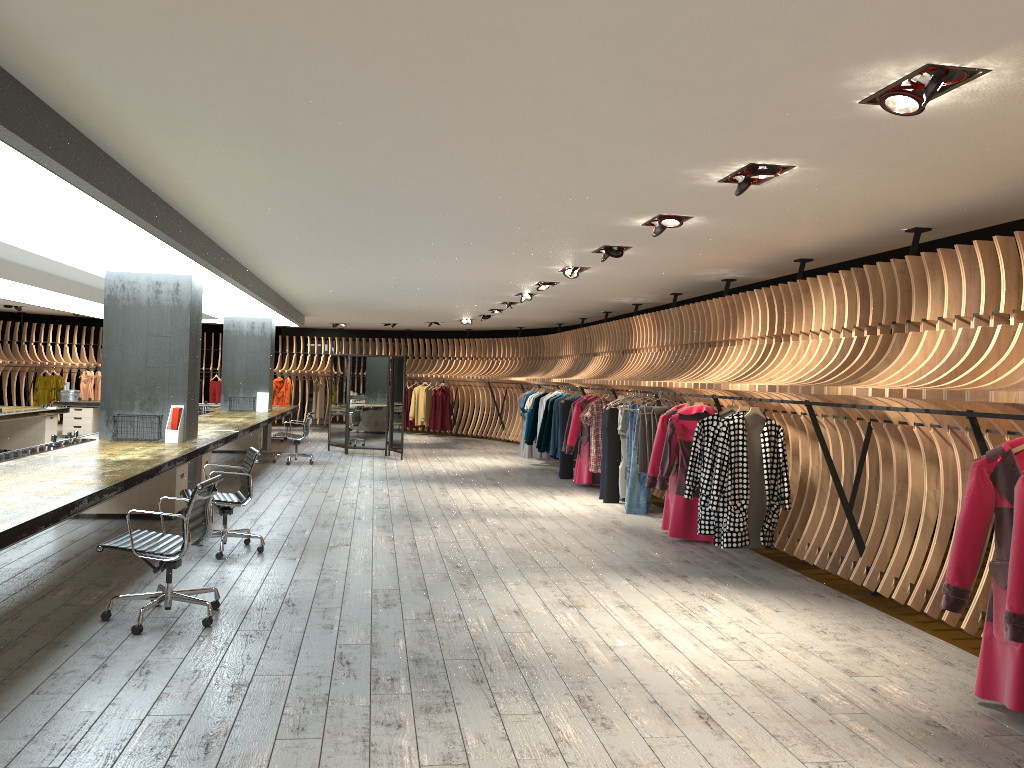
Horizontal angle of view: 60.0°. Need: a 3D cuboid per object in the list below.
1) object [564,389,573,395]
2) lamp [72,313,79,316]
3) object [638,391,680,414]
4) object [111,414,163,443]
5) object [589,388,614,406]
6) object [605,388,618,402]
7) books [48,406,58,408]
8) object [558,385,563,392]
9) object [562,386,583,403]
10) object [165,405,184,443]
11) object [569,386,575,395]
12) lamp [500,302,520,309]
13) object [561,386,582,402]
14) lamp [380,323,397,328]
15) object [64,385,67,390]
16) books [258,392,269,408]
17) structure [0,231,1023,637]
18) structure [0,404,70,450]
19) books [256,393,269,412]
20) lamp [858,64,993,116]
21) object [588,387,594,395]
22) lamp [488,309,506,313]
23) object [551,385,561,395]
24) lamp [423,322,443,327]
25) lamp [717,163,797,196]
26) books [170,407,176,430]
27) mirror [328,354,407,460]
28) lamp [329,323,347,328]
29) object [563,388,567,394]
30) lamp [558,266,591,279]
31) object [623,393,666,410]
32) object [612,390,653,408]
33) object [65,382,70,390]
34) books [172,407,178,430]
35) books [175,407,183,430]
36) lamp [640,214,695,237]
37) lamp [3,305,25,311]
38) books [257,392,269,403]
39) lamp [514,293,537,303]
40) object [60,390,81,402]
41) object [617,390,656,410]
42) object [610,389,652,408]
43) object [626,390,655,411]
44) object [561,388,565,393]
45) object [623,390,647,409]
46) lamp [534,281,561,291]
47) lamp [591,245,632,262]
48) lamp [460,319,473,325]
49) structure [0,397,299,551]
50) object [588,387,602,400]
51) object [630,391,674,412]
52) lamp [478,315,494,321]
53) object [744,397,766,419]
[{"bbox_3d":[0.947,0.163,14.643,0.525,0.270,0.012,2,-1,-9],"label":"object"},{"bbox_3d":[-10.190,-1.749,20.995,0.269,0.297,0.492,2,0,41],"label":"lamp"},{"bbox_3d":[1.682,0.212,9.964,0.547,0.262,0.023,2,-1,-7],"label":"object"},{"bbox_3d":[-3.922,0.465,9.296,0.459,0.290,0.329,2,0,-11],"label":"object"},{"bbox_3d":[1.306,0.189,12.185,0.525,0.270,0.012,2,-1,-9],"label":"object"},{"bbox_3d":[1.332,0.198,11.973,0.524,0.286,0.015,2,-1,-24],"label":"object"},{"bbox_3d":[-8.068,0.400,15.558,0.155,0.025,0.110,2,0,-14],"label":"books"},{"bbox_3d":[0.838,0.151,15.282,0.525,0.270,0.012,2,-1,-9],"label":"object"},{"bbox_3d":[1.050,0.172,13.846,0.525,0.270,0.012,2,-1,-4],"label":"object"},{"bbox_3d":[-3.578,0.424,9.407,0.129,0.383,0.239,2,0,-9],"label":"object"},{"bbox_3d":[0.980,0.165,14.320,0.525,0.270,0.012,2,-1,1],"label":"object"},{"bbox_3d":[-0.037,-1.376,14.643,0.269,0.286,0.492,2,0,-9],"label":"lamp"},{"bbox_3d":[1.032,0.170,14.026,0.525,0.270,0.012,2,-1,16],"label":"object"},{"bbox_3d":[-2.972,-1.515,21.753,0.493,0.294,0.269,2,0,36],"label":"lamp"},{"bbox_3d":[-9.316,0.076,18.477,0.062,0.109,0.062,2,-1,-43],"label":"object"},{"bbox_3d":[-4.744,0.348,16.890,0.215,0.368,0.047,2,-1,-9],"label":"books"},{"bbox_3d":[-4.523,0.056,6.705,14.880,2.440,36.554,2,0,-9],"label":"structure"},{"bbox_3d":[-7.667,0.792,10.551,1.162,0.844,10.451,2,0,-9],"label":"structure"},{"bbox_3d":[-4.733,0.349,16.821,0.215,0.368,0.073,2,-1,-9],"label":"books"},{"bbox_3d":[1.668,-1.245,3.610,0.269,0.294,0.492,2,0,-9],"label":"lamp"},{"bbox_3d":[1.169,0.179,13.068,0.525,0.270,0.012,2,-1,-9],"label":"object"},{"bbox_3d":[-0.281,-1.390,16.219,0.269,0.294,0.492,2,0,-9],"label":"lamp"},{"bbox_3d":[0.801,0.148,15.513,0.525,0.270,0.012,2,-1,-4],"label":"object"},{"bbox_3d":[-1.811,-1.470,20.673,0.269,0.292,0.493,2,0,-41],"label":"lamp"},{"bbox_3d":[1.424,-1.262,5.186,0.269,0.295,0.492,2,0,-9],"label":"lamp"},{"bbox_3d":[-3.587,0.430,9.412,0.048,0.368,0.215,2,0,-9],"label":"books"},{"bbox_3d":[-2.726,0.392,16.715,2.112,1.892,0.443,2,-1,32],"label":"mirror"},{"bbox_3d":[-4.375,-1.567,22.493,0.493,0.292,0.269,2,0,24],"label":"lamp"},{"bbox_3d":[0.912,0.160,14.750,0.525,0.270,0.012,2,-1,-9],"label":"object"},{"bbox_3d":[0.694,-1.322,9.915,0.269,0.284,0.492,2,0,-9],"label":"lamp"},{"bbox_3d":[1.590,0.205,10.471,0.548,0.256,0.023,2,-1,17],"label":"object"},{"bbox_3d":[1.498,0.193,10.957,0.549,0.250,0.023,2,-1,-7],"label":"object"},{"bbox_3d":[-9.227,0.072,18.578,0.262,0.204,0.088,2,0,-10],"label":"object"},{"bbox_3d":[-3.565,0.431,9.415,0.048,0.368,0.215,2,0,-9],"label":"books"},{"bbox_3d":[-3.544,0.432,9.419,0.048,0.368,0.215,2,0,-9],"label":"books"},{"bbox_3d":[1.181,-1.281,6.762,0.269,0.294,0.492,2,0,-9],"label":"lamp"},{"bbox_3d":[-11.064,-1.772,19.669,0.269,0.293,0.492,2,0,24],"label":"lamp"},{"bbox_3d":[-4.737,0.349,16.849,0.215,0.368,0.075,2,-1,-9],"label":"books"},{"bbox_3d":[0.206,-1.350,13.067,0.269,0.301,0.492,2,0,-9],"label":"lamp"},{"bbox_3d":[-9.278,0.249,18.624,0.303,0.239,0.498,2,0,-8],"label":"object"},{"bbox_3d":[1.543,0.194,10.694,0.549,0.243,0.023,2,-1,-2],"label":"object"},{"bbox_3d":[1.483,0.188,11.052,0.549,0.243,0.023,2,0,28],"label":"object"},{"bbox_3d":[1.553,0.197,10.587,0.549,0.243,0.023,2,0,-37],"label":"object"},{"bbox_3d":[0.885,0.159,14.952,0.525,0.270,0.012,2,-1,-4],"label":"object"},{"bbox_3d":[1.514,0.190,10.850,0.023,0.243,0.549,1,0,43],"label":"object"},{"bbox_3d":[0.450,-1.335,11.491,0.269,0.296,0.492,2,0,-9],"label":"lamp"},{"bbox_3d":[0.937,-1.301,8.338,0.269,0.291,0.492,2,0,-9],"label":"lamp"},{"bbox_3d":[-0.975,-1.436,19.323,0.269,0.287,0.493,2,0,-28],"label":"lamp"},{"bbox_3d":[-5.820,0.853,10.619,4.835,0.844,18.475,2,0,-9],"label":"structure"},{"bbox_3d":[1.228,0.183,12.829,0.525,0.270,0.012,2,-1,1],"label":"object"},{"bbox_3d":[1.624,0.199,10.149,0.549,0.243,0.023,2,-1,-7],"label":"object"},{"bbox_3d":[-0.527,-1.410,17.795,0.269,0.291,0.493,2,0,-13],"label":"lamp"},{"bbox_3d":[2.047,0.248,7.473,0.525,0.270,0.012,2,-1,-19],"label":"object"}]
